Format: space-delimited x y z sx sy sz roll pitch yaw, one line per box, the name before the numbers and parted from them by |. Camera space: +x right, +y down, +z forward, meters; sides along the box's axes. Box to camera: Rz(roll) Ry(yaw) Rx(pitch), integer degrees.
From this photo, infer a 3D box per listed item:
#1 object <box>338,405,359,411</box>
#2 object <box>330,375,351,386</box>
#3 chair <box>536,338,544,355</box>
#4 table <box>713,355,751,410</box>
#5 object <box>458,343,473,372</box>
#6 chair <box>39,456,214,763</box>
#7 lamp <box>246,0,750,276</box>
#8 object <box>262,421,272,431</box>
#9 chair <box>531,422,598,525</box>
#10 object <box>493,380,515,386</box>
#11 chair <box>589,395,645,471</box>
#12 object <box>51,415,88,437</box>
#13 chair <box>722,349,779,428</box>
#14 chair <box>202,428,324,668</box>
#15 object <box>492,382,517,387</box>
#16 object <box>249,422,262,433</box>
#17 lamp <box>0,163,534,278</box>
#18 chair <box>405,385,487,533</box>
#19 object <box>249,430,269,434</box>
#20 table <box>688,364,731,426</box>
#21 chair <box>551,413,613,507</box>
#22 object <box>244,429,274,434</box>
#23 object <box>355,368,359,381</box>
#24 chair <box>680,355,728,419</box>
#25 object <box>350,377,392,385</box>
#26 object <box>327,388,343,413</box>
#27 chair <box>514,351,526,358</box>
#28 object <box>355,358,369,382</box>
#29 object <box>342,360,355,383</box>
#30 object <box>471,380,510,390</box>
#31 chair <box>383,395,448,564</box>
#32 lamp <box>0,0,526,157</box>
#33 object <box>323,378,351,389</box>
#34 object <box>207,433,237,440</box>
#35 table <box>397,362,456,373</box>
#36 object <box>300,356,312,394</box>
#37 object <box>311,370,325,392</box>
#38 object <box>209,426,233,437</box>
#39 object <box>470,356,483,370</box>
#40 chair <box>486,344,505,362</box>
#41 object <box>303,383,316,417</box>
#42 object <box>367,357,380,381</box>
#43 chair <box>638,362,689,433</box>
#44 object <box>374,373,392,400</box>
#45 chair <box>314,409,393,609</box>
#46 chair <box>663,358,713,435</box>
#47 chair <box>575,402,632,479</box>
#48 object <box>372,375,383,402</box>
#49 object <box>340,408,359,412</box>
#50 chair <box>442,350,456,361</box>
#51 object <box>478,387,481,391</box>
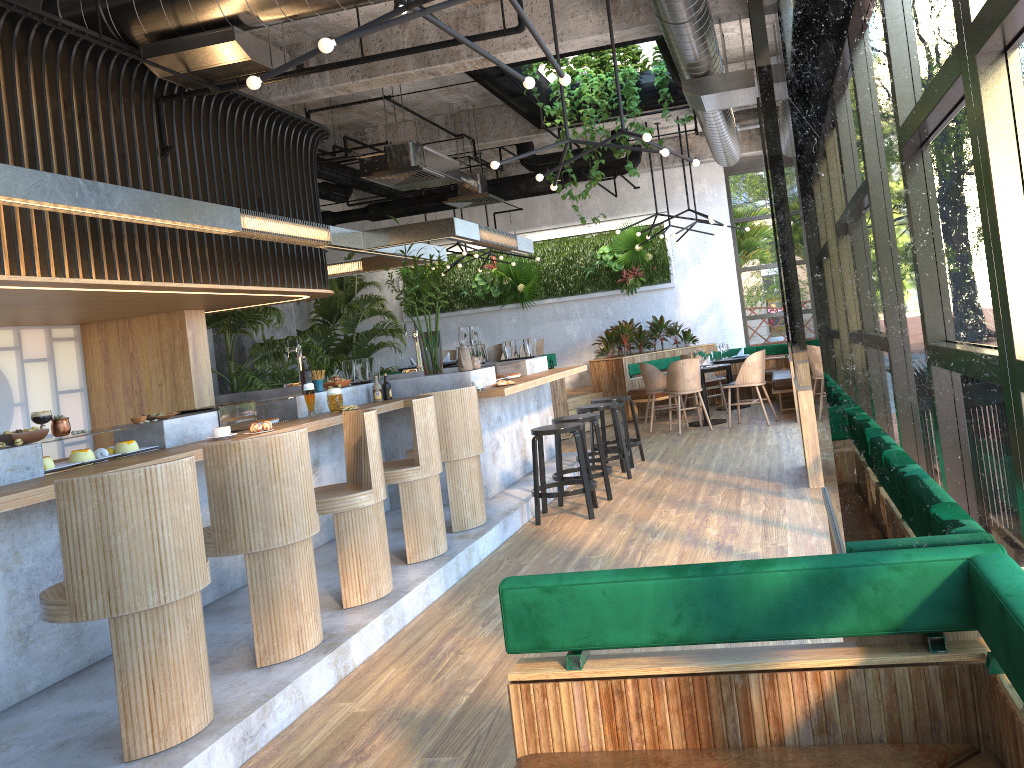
object | -1.145 0.169 6.223 0.149 0.041 0.092 -9 3 -42
object | -1.366 -0.028 7.068 0.161 0.106 0.086 -8 1 -30
chair | 0.324 -0.273 14.828 0.545 0.923 0.509 -7 0 14
table | 3.292 -0.012 13.383 1.134 0.750 1.067 -7 1 -17
object | -0.390 -0.220 7.272 0.122 0.234 0.208 -7 0 -16
chair | -1.391 0.781 3.232 0.527 0.969 0.568 -7 0 25
lamp | -1.548 -2.204 5.181 4.972 1.822 19.358 -6 3 17
object | -1.427 0.244 5.132 0.060 0.059 0.075 -7 1 6
chair | 0.390 0.675 6.874 0.507 0.696 0.523 -7 0 10
object | -0.070 -0.012 7.153 0.161 0.052 0.155 -8 3 -31
chair | 1.052 0.489 9.098 0.493 0.696 0.536 -7 0 28
object | -2.173 0.198 4.355 0.161 0.106 0.086 -8 1 -30
chair | 2.958 0.053 11.115 0.533 0.923 0.519 -7 0 29
chair | -1.154 0.714 4.025 0.559 0.969 0.536 -7 0 -10
object | -0.066 0.007 7.145 0.217 0.013 0.195 -9 3 -39
object | -1.481 0.250 5.128 0.072 0.060 0.127 -7 2 -15
lamp | -2.970 -1.942 6.494 4.904 2.131 6.854 -7 2 10
chair | -0.472 0.524 6.316 0.572 0.969 0.523 -7 0 -28
object | -1.460 0.275 5.132 0.126 0.005 0.116 -9 3 -36
table | 2.551 0.151 11.799 0.785 0.746 0.814 -7 1 12
chair | 0.579 0.622 7.509 0.511 0.696 0.518 -7 0 5
object | -1.462 0.278 5.128 0.160 0.005 0.174 -6 3 26
object | -1.259 -0.109 7.457 0.111 0.209 0.100 -7 -1 -41
chair | 2.720 0.007 12.728 0.583 0.923 0.474 -7 0 -31
object | -1.223 -0.017 7.445 0.266 0.018 0.448 -6 3 16
object | -1.260 0.115 6.296 0.109 0.171 0.139 -7 0 9
chair | 0.073 -0.188 13.687 0.565 0.923 0.491 -7 0 -6
object | -1.234 -0.106 7.326 0.110 0.209 0.100 -7 -1 -31
object | -1.346 -0.093 7.342 0.110 0.209 0.100 -7 -1 -31
object | -0.149 -0.006 7.021 0.438 0.073 0.173 -9 3 -41
chair | -0.710 0.588 5.563 0.570 0.969 0.524 -7 0 -25
lamp | -1.864 -2.120 0.773 3.711 1.530 10.254 -7 3 14
object | -1.367 -0.001 6.852 0.185 0.073 0.236 -6 3 35
object | -1.620 0.298 4.963 0.158 0.020 0.163 -7 3 11
table | -0.951 0.100 11.973 1.103 0.750 1.098 -7 1 0
object | -1.497 -0.067 6.438 0.079 0.276 0.071 -6 -1 -39
object | -1.438 -0.024 6.600 0.108 0.161 0.102 -7 0 -41
object | -1.643 0.272 4.969 0.134 0.064 0.110 -7 2 -6
object | -0.305 -0.182 7.462 0.096 0.119 0.090 -7 0 23
chair | -0.264 -0.087 12.400 0.472 0.923 0.586 -7 0 44
object | -1.386 0.109 6.094 0.078 0.232 0.071 -6 -1 -43
object | -1.170 -0.124 7.551 0.110 0.209 0.100 -7 -1 -31
chair | 2.005 0.137 11.824 0.565 0.923 0.491 -7 0 -6
object | -1.053 0.026 7.189 0.067 0.215 0.172 -8 0 40
chair | -0.951 0.655 4.764 0.520 0.969 0.575 -7 0 38
chair | 2.209 0.138 11.269 0.504 0.923 0.550 -7 0 -5
chair | 0.844 0.547 8.400 0.513 0.696 0.516 -7 0 3
object | -1.082 0.036 7.120 0.072 0.210 0.068 -7 -1 -18
object | -1.141 0.183 6.224 0.154 0.013 0.146 -8 3 -14
chair | -0.900 -0.021 12.677 0.504 0.923 0.550 -7 0 -5
object | -0.250 0.037 6.835 0.029 0.027 0.134 -7 2 -5
